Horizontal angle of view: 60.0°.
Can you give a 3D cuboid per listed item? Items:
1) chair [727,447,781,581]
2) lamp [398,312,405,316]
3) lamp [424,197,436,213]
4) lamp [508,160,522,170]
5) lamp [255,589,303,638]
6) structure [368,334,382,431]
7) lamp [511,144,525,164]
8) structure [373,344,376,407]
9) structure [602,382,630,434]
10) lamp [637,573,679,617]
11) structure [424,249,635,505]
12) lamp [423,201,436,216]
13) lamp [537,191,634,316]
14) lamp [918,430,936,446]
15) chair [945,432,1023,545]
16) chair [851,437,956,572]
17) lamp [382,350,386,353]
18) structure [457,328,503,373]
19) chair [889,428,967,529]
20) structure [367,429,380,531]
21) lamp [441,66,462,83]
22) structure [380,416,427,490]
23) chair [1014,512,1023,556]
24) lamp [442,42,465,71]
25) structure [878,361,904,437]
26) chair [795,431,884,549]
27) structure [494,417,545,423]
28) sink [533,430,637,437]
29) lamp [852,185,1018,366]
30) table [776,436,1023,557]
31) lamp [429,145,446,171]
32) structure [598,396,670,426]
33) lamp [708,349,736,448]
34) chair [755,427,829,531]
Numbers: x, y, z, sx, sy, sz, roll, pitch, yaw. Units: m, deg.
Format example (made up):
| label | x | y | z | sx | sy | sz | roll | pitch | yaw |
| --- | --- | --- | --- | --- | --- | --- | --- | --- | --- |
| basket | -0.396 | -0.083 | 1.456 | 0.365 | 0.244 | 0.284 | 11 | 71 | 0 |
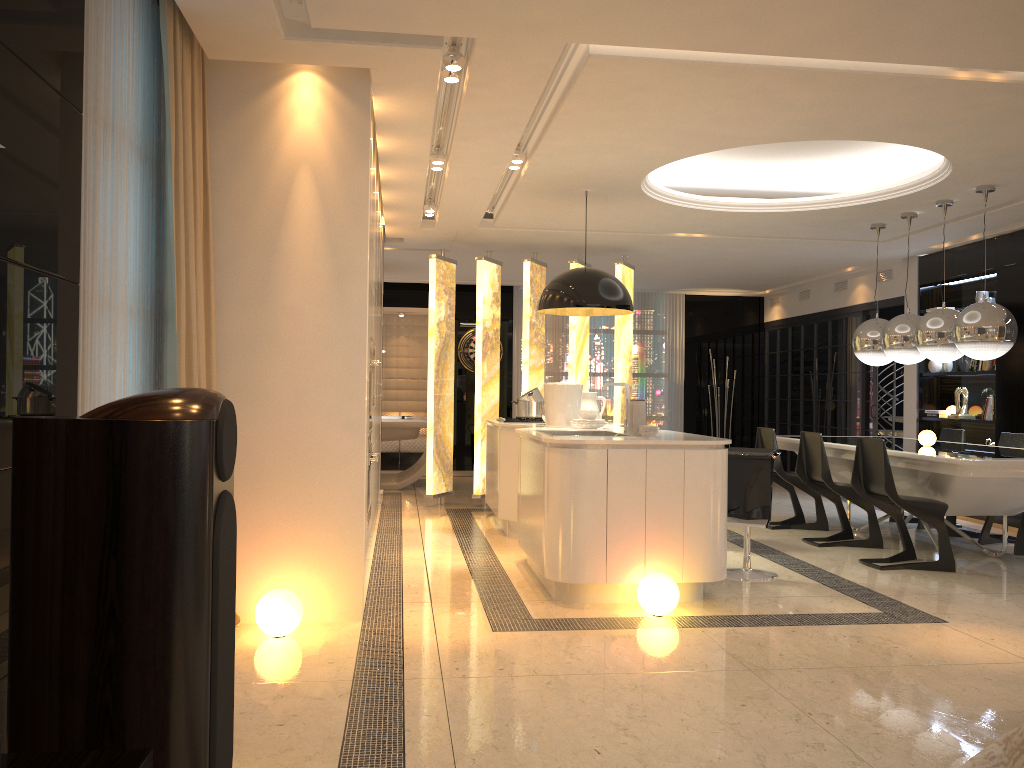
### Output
| label | x | y | z | sx | sy | sz | roll | pitch | yaw |
| --- | --- | --- | --- | --- | --- | --- | --- | --- | --- |
| chair | 1.487 | 0.808 | 5.602 | 0.380 | 0.789 | 0.380 | 0 | -1 | 25 |
| lamp | -1.676 | -1.089 | 13.441 | 0.107 | 0.127 | 0.107 | 1 | -1 | -26 |
| lamp | -0.700 | -1.531 | 7.587 | 0.107 | 0.127 | 0.107 | 1 | -1 | -26 |
| lamp | 0.016 | -1.537 | 6.085 | 0.107 | 0.127 | 0.107 | 1 | -1 | -26 |
| lamp | -1.064 | 1.045 | 4.052 | 0.213 | 0.214 | 0.212 | 0 | -1 | 43 |
| structure | -1.149 | -0.008 | 5.719 | 0.595 | 0.597 | 0.609 | 1 | -1 | -7 |
| lamp | 0.036 | -1.539 | 5.923 | 0.107 | 0.127 | 0.107 | 1 | -1 | -26 |
| structure | -1.230 | -0.060 | 6.461 | 0.446 | 0.450 | 0.659 | 1 | -1 | -7 |
| structure | 0.633 | 0.146 | 5.338 | 0.177 | 0.310 | 0.089 | 1 | -1 | -7 |
| lamp | 0.748 | 1.074 | 4.535 | 0.213 | 0.214 | 0.212 | 0 | -1 | 43 |
| structure | 0.218 | -0.056 | 8.987 | 2.180 | 2.555 | 0.448 | 1 | -1 | -7 |
| lamp | -0.720 | -1.530 | 7.749 | 0.107 | 0.127 | 0.107 | 1 | -1 | -11 |
| lamp | 0.545 | -0.979 | 6.549 | 0.710 | 0.898 | 0.710 | 1 | -1 | 3 |
| lamp | 3.193 | 0.416 | 6.820 | 0.125 | 0.125 | 0.125 | 0 | -1 | 43 |
| chair | 3.811 | 0.821 | 7.088 | 0.496 | 0.858 | 0.523 | 1 | -1 | -7 |
| chair | 2.618 | 0.793 | 5.958 | 0.496 | 0.858 | 0.523 | 1 | -1 | -7 |
| lamp | -2.297 | -0.899 | 10.631 | 1.578 | 0.995 | 0.939 | 1 | -1 | -7 |
| structure | -0.457 | -0.480 | 12.776 | 0.669 | 0.669 | 0.048 | 1 | -1 | -7 |
| chair | 3.711 | 0.828 | 7.889 | 0.496 | 0.858 | 0.523 | 1 | -1 | -7 |
| structure | -1.158 | 0.601 | 5.713 | 0.595 | 0.597 | 0.609 | 1 | -1 | -7 |
| lamp | -0.298 | -1.559 | 4.392 | 0.107 | 0.127 | 0.107 | 1 | -1 | -18 |
| structure | -2.315 | 0.793 | 10.597 | 2.912 | 0.812 | 1.659 | 1 | -1 | -7 |
| chair | 3.917 | 0.813 | 6.246 | 0.496 | 0.858 | 0.523 | 1 | -1 | -7 |
| lamp | -0.278 | -1.561 | 4.230 | 0.107 | 0.127 | 0.107 | 1 | -1 | -18 |
| structure | 5.425 | -0.745 | 11.973 | 1.964 | 4.134 | 3.425 | 1 | -1 | -7 |
| chair | 2.510 | 0.800 | 6.818 | 0.496 | 0.858 | 0.523 | 1 | -1 | -7 |
| structure | 0.132 | 0.306 | 7.615 | 0.502 | 0.026 | 0.811 | 1 | -1 | -7 |
| sink | 0.419 | 0.370 | 5.336 | 0.485 | 0.152 | 0.738 | 1 | -1 | -7 |
| lamp | 3.245 | -0.773 | 6.956 | 0.408 | 1.226 | 1.827 | 1 | -1 | -7 |
| table | 3.169 | 0.859 | 6.907 | 1.293 | 0.759 | 3.031 | 1 | -1 | -7 |
| lamp | -0.509 | -1.545 | 6.064 | 0.107 | 0.127 | 0.270 | 1 | -1 | -7 |
| structure | 1.375 | 0.698 | 12.200 | 1.282 | 1.142 | 1.275 | 0 | -1 | 39 |
| lamp | 3.056 | 0.400 | 12.980 | 0.418 | 1.801 | 0.200 | 1 | -1 | -7 |
| chair | 2.404 | 0.808 | 7.661 | 0.496 | 0.858 | 0.523 | 1 | -1 | -7 |
